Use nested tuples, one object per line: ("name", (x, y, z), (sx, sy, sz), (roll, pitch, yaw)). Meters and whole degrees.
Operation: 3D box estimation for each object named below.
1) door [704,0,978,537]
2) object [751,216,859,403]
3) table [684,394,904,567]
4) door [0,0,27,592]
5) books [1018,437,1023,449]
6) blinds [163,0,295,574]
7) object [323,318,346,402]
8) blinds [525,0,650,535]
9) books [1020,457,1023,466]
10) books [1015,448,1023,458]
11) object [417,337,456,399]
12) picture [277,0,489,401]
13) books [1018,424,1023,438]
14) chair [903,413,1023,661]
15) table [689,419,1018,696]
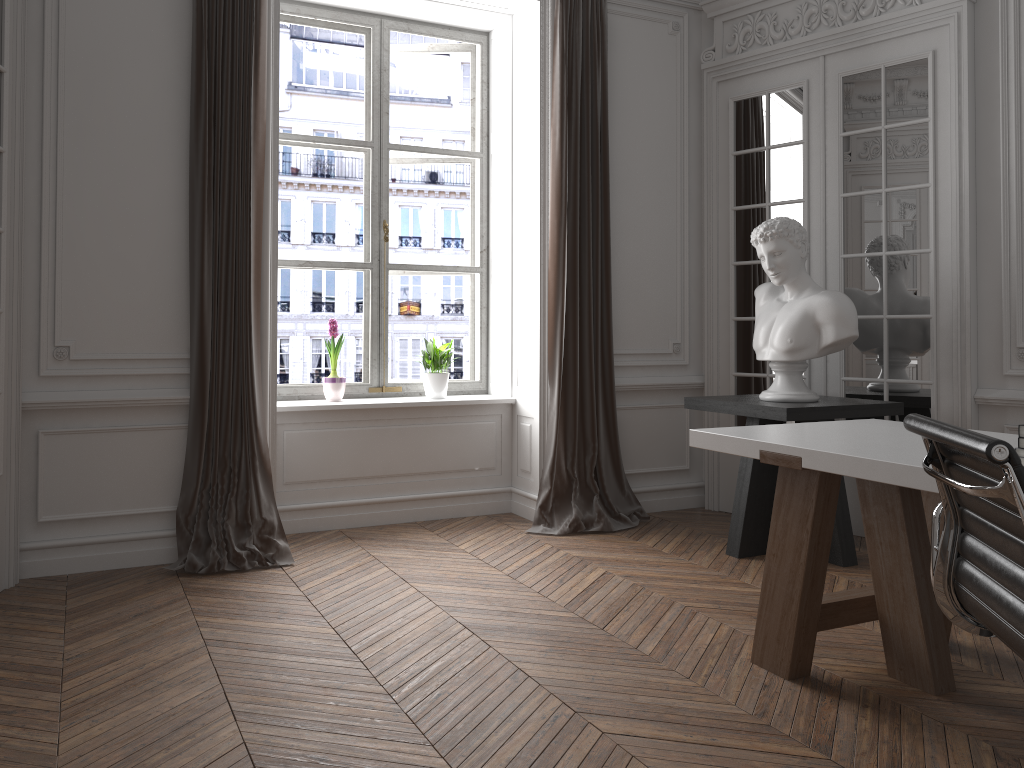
("door", (1.742, -0.554, 4.915), (0.085, 2.741, 1.564), (1, -1, -42))
("object", (1.401, -0.378, 4.429), (0.392, 0.926, 0.633), (0, 0, -26))
("table", (1.413, 0.455, 4.475), (0.767, 0.751, 0.768), (0, 1, -26))
("door", (-2.030, -0.453, 3.075), (0.086, 2.741, 1.563), (0, 0, -10))
("books", (1.445, 0.153, 2.235), (0.239, 0.028, 0.191), (-2, 4, -28))
("blinds", (-1.314, -0.717, 4.143), (0.580, 3.108, 0.309), (1, -1, -21))
("object", (-1.015, -0.139, 5.055), (0.129, 0.477, 0.129), (0, -1, 24))
("blinds", (0.440, -0.762, 4.958), (0.777, 3.107, 0.342), (1, -1, -32))
("books", (1.443, 0.200, 2.239), (0.242, 0.023, 0.191), (-1, 4, -24))
("books", (1.455, 0.178, 2.235), (0.258, 0.023, 0.212), (-2, 4, -26))
("object", (-0.448, -0.099, 5.287), (0.284, 0.370, 0.215), (1, 0, 42))
("picture", (0.926, -1.216, 2.070), (13.205, 4.811, 13.240), (-2, 3, -34))
("books", (1.454, 0.122, 2.238), (0.258, 0.032, 0.191), (-2, 4, -28))
("chair", (1.067, 0.540, 1.557), (0.667, 0.925, 0.693), (0, 0, 0))
("table", (1.598, 0.594, 2.114), (0.900, 0.750, 2.623), (-1, 3, -26))
